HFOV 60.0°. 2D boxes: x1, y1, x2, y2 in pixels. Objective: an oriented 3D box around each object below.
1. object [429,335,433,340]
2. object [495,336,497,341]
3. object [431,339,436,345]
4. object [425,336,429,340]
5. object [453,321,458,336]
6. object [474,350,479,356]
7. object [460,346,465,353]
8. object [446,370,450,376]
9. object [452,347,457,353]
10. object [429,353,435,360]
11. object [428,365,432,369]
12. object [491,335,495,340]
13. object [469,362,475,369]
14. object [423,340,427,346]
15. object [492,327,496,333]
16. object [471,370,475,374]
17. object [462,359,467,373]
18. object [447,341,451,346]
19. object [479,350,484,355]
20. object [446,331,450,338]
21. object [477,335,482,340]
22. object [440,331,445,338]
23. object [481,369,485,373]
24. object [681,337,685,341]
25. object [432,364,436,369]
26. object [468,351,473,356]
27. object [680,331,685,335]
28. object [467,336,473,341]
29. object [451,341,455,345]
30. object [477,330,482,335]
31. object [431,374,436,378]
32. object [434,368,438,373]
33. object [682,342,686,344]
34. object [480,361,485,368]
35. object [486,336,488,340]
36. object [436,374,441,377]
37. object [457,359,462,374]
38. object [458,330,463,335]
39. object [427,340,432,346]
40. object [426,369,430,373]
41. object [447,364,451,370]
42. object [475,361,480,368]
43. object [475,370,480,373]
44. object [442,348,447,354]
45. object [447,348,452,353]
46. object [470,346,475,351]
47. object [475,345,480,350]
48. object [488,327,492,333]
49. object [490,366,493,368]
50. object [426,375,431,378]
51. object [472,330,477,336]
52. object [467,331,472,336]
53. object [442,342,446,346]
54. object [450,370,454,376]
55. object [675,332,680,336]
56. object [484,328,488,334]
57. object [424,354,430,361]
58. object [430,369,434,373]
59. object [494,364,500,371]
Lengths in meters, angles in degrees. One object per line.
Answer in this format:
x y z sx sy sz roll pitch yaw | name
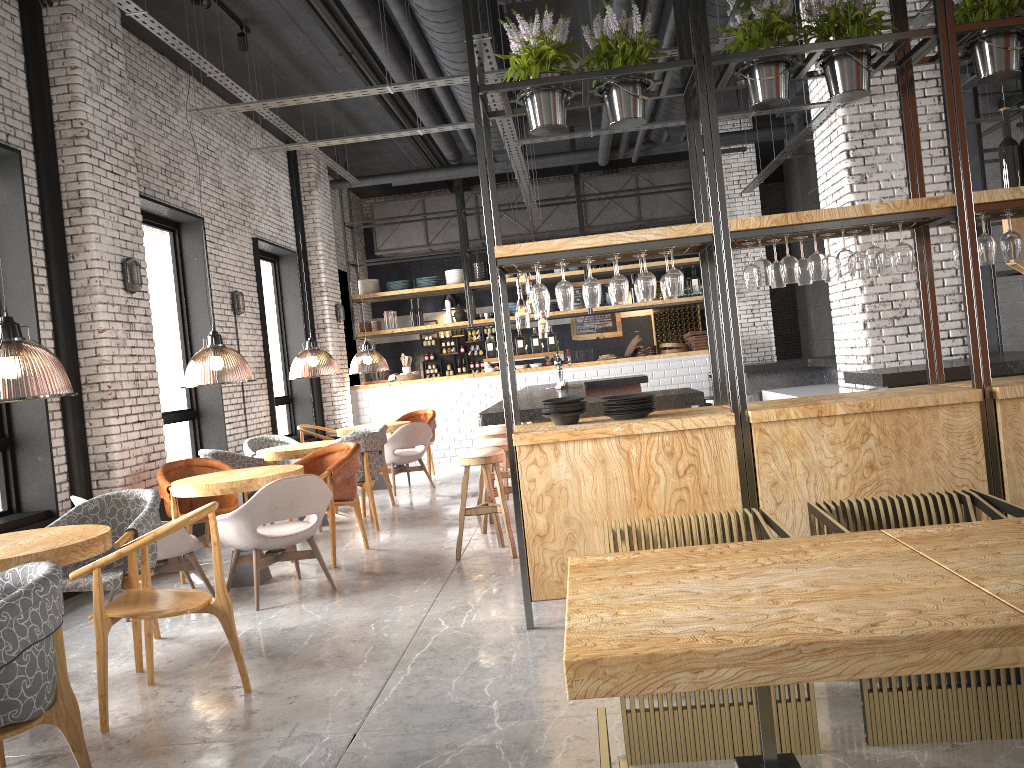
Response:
-1.590 -0.908 17.335 0.070 0.083 0.071 -6 1 29 | object
-0.283 -0.900 17.237 0.076 0.111 0.076 -6 1 -31 | object
-1.534 -0.817 17.335 0.076 0.111 0.076 -6 1 -1 | object
-1.671 -0.900 17.342 0.071 0.083 0.071 -6 1 -5 | object
-1.109 -1.082 17.317 0.079 0.281 0.079 -6 0 8 | object
-0.701 -0.602 17.300 0.090 0.101 0.111 -6 1 -29 | object
-0.967 -0.675 17.314 0.100 0.139 0.088 -6 1 5 | object
-1.256 -0.214 17.319 0.076 0.111 0.076 -6 1 -21 | object
-1.125 -0.666 17.318 0.092 0.108 0.105 -6 1 16 | object
-1.563 -0.533 17.361 0.100 0.139 0.088 -6 1 5 | object
-1.604 -0.336 17.348 0.070 0.083 0.071 -6 1 30 | object
-0.373 -0.891 17.243 0.076 0.111 0.076 -6 1 -21 | object
-0.780 -0.365 17.303 0.100 0.139 0.088 -6 1 5 | object
-1.698 -0.800 17.346 0.076 0.111 0.076 -6 1 15 | object
-0.347 -1.051 17.241 0.076 0.111 0.076 -6 1 -1 | object
-0.759 -0.220 17.294 0.092 0.112 0.100 -6 1 -9 | object
-0.935 -0.355 17.310 0.079 0.281 0.079 -6 0 -27 | object
-1.237 -0.788 17.310 0.071 0.083 0.071 -6 1 -5 | object
-0.601 -0.617 17.282 0.092 0.112 0.100 -6 1 -9 | object
-1.253 -0.982 17.310 0.079 0.156 0.079 -6 0 -10 | object
-0.629 -0.908 17.278 0.092 0.108 0.105 -6 1 16 | object
-1.360 -0.971 17.318 0.079 0.156 0.079 -6 1 35 | object
-0.558 -0.239 17.279 0.089 0.108 0.106 -6 1 -35 | object
3.262 -0.864 16.872 0.079 0.079 0.281 -6 1 4 | object
-1.528 -0.344 17.336 0.071 0.083 0.071 -5 1 44 | object
-0.814 -0.595 17.298 0.119 0.111 0.085 -6 1 -27 | object
3.252 -0.969 16.887 0.079 0.079 0.281 -6 1 4 | object
-0.821 -0.888 17.293 0.089 0.108 0.106 -6 1 -35 | object
-1.152 -0.797 17.304 0.071 0.083 0.071 -6 1 -5 | object
-0.639 -1.008 17.277 0.092 0.108 0.105 -6 1 16 | object
-1.534 -0.136 17.368 0.090 0.101 0.111 -6 1 -34 | object
-1.480 -0.265 17.334 0.070 0.083 0.071 -6 1 29 | object
3.274 -0.760 16.888 0.079 0.079 0.281 -6 1 4 | object
-0.570 -0.387 17.287 0.100 0.139 0.088 -6 1 5 | object
-0.461 -0.882 17.250 0.076 0.111 0.076 -6 1 30 | object
-1.435 -0.146 17.361 0.090 0.101 0.111 -6 1 -29 | object
-1.029 -0.346 17.317 0.079 0.281 0.079 -6 0 13 | object
-1.016 -1.092 17.309 0.079 0.281 0.079 -6 0 -17 | object
-1.616 -0.808 17.339 0.076 0.111 0.076 -6 1 24 | object
-1.640 -0.249 17.347 0.070 0.083 0.071 -6 1 15 | object
-1.227 -0.329 17.319 0.076 0.111 0.076 -6 1 -1 | object
-0.672 -0.376 17.295 0.100 0.139 0.088 -6 1 5 | object
-0.664 -0.228 17.288 0.092 0.108 0.105 -6 1 16 | object
-1.321 -0.648 17.332 0.092 0.112 0.100 -6 1 -9 | object
-1.216 -0.656 17.325 0.089 0.108 0.106 -6 1 -35 | object
-0.767 -0.697 17.303 0.090 0.101 0.111 -6 1 -29 | object
-0.669 -0.707 17.296 0.090 0.101 0.111 -6 1 -29 | object
-0.429 -1.043 17.246 0.076 0.111 0.076 -6 1 24 | object
-0.405 -0.300 17.253 0.076 0.111 0.076 -6 1 -31 | object
-1.645 -0.129 17.365 0.119 0.111 0.085 -7 1 -37 | object
-0.730 -0.999 17.284 0.089 0.108 0.106 -6 1 -35 | object
-0.835 -0.991 17.291 0.092 0.112 0.100 -6 1 -9 | object
-1.330 -0.779 17.317 0.070 0.083 0.071 -6 1 30 | object
-1.175 -0.222 17.315 0.076 0.111 0.076 -6 1 10 | object
3.157 -0.959 16.879 0.079 0.079 0.281 -6 1 4 | object
-0.511 -1.035 17.253 0.076 0.111 0.076 -6 1 15 | object
-1.671 -0.522 17.370 0.100 0.139 0.088 -6 1 5 | object
-1.562 -0.257 17.341 0.071 0.083 0.071 -6 1 -5 | object
-0.293 -0.326 17.267 0.100 0.139 0.088 -6 1 5 | object
